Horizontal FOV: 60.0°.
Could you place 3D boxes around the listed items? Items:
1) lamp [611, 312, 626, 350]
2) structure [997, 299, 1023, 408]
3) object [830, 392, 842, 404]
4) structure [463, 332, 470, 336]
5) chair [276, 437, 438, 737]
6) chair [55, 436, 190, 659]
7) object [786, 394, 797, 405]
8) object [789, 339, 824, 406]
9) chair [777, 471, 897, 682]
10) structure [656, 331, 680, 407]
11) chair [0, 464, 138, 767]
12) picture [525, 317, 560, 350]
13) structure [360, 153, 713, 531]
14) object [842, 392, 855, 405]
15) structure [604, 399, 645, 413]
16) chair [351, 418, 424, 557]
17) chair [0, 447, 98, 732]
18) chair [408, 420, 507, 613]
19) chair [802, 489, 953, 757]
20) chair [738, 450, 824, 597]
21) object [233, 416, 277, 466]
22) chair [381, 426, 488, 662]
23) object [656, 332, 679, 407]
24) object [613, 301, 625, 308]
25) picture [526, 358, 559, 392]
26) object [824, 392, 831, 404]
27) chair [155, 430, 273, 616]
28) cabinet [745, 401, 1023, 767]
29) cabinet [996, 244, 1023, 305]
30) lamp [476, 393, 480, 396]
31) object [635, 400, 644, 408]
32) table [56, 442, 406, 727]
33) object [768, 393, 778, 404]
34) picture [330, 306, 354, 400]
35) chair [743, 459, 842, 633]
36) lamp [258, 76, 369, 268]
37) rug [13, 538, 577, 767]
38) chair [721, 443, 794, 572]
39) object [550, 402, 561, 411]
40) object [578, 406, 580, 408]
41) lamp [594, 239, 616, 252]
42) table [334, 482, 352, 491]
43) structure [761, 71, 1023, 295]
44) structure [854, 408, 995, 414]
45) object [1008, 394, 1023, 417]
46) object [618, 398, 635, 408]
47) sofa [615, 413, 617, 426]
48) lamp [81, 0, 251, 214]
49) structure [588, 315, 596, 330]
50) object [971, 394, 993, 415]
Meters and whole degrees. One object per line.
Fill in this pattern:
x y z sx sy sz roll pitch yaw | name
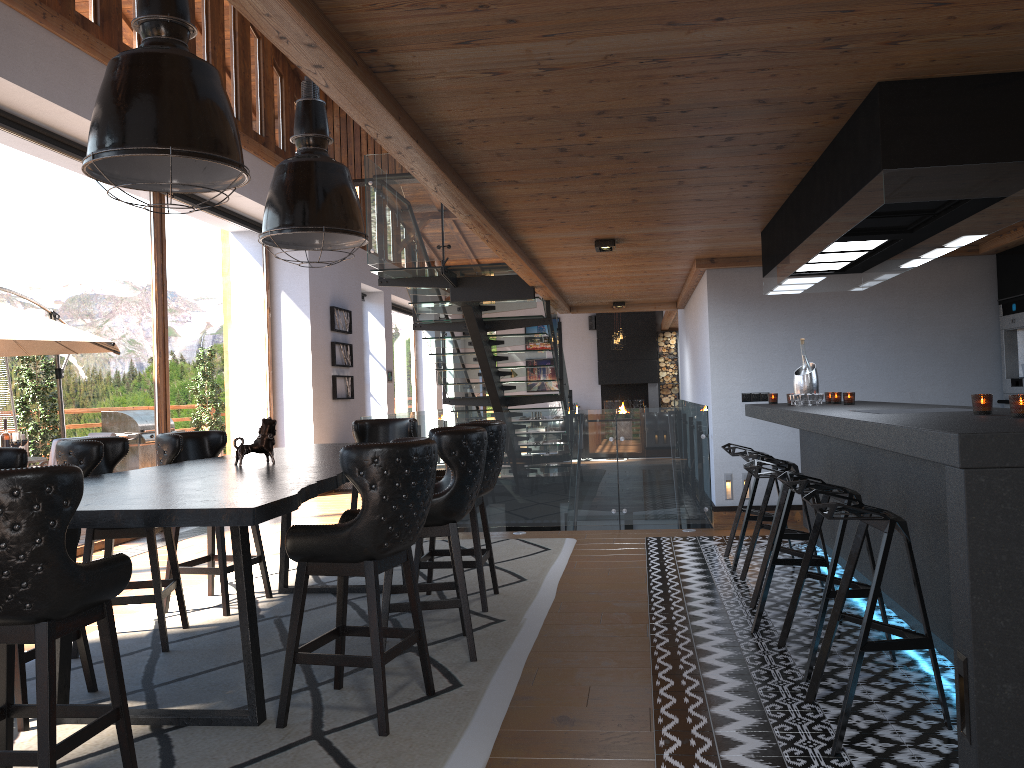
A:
2.197 -1.835 18.744 0.262 2.202 0.802 -2 -1 -1 | lamp
4.183 -0.204 7.247 0.254 0.946 0.599 -2 -1 8 | structure
2.272 0.098 6.213 0.080 0.081 0.078 -1 -1 -28 | object
-1.101 -1.379 21.949 0.213 0.349 0.214 -2 -1 7 | structure
-0.566 0.771 3.516 0.564 1.092 0.507 -2 -1 16 | chair
-2.040 0.824 4.611 0.570 1.092 0.502 -2 -1 -9 | chair
1.976 0.109 6.245 0.080 0.081 0.078 -1 -1 -28 | object
1.984 -0.080 5.988 0.225 0.452 0.225 -2 -1 7 | object
1.460 0.824 3.969 0.468 0.839 0.539 -2 -1 5 | chair
3.745 0.057 21.163 0.500 2.618 0.513 -2 -1 7 | structure
-1.469 0.782 2.614 0.503 1.092 0.569 -2 -1 7 | chair
0.753 -1.211 21.804 0.877 0.816 0.036 -2 -1 7 | picture
-2.285 1.058 10.147 9.183 6.400 11.057 -2 -1 8 | structure
2.218 0.096 5.833 0.080 0.081 0.078 -1 -1 -28 | object
2.684 0.643 21.146 0.979 0.514 0.184 -2 -1 7 | structure
-0.950 0.809 6.620 0.503 1.092 0.569 -2 -1 7 | chair
-2.128 0.816 3.649 0.567 1.092 0.505 -2 -1 6 | chair
-0.298 0.772 5.285 0.567 1.092 0.505 -2 -1 6 | chair
1.322 0.820 3.203 0.467 0.839 0.540 -2 -1 9 | chair
1.662 0.834 5.457 0.468 0.839 0.539 -2 -1 5 | chair
-1.338 0.298 4.613 0.223 0.253 0.114 -1 -1 -30 | object
-0.386 0.764 4.323 0.570 1.092 0.502 -2 -1 -9 | chair
3.740 0.064 21.173 0.492 2.612 0.468 -2 -1 7 | object
1.384 -1.028 11.447 0.155 0.068 0.262 -2 -1 8 | object
0.786 -0.217 21.780 0.877 0.816 0.036 -2 -1 7 | picture
2.299 0.099 6.402 0.080 0.081 0.078 -1 -1 -28 | object
-1.859 0.836 5.417 0.564 1.092 0.507 -2 -1 16 | chair
1.991 0.684 4.689 0.886 1.104 4.814 -2 -1 8 | cabinet
3.963 -0.026 4.339 0.541 2.381 6.448 -2 -1 8 | cabinet
-0.351 0.553 20.743 0.522 1.899 1.335 -3 -1 29 | lamp
3.018 0.880 20.724 0.311 1.018 0.304 -1 -2 -37 | object
-1.204 0.887 4.634 1.425 0.950 3.807 -2 -1 8 | table
2.037 0.114 6.916 0.078 0.081 0.080 -3 -1 42 | object
-2.449 -0.434 12.800 0.059 1.312 0.776 -2 -1 8 | picture
1.480 0.831 4.687 0.467 0.839 0.541 -2 -1 14 | chair
-1.214 -3.024 5.163 0.629 4.686 0.614 -1 -2 -38 | lamp
-1.083 1.342 4.937 2.544 0.047 5.647 -2 -1 8 | rug
1.727 0.840 6.212 0.468 0.839 0.540 -2 -1 8 | chair
1.049 0.669 21.388 0.261 0.532 0.423 -1 -1 -24 | object
1.491 0.681 21.401 0.338 0.455 0.337 -3 -1 33 | object
0.710 -1.058 6.739 0.155 0.068 0.262 -2 -1 8 | lamp
-2.038 1.233 12.743 0.682 0.470 1.258 -2 -1 8 | table
1.973 -0.919 4.912 0.709 0.476 3.259 -2 -1 8 | structure
1.949 0.137 4.273 0.503 0.017 0.612 -2 -1 8 | structure
1.842 0.079 3.205 0.080 0.081 0.078 -1 -1 -38 | object
2.404 0.613 18.051 0.403 0.808 0.624 -2 -1 19 | object
1.941 0.955 16.552 2.559 0.838 1.242 -2 -1 6 | sofa
-1.440 -3.034 3.582 0.629 4.686 0.614 -1 -2 -38 | lamp
1.967 -1.488 21.585 0.213 0.349 0.214 -2 -1 7 | structure
1.894 0.081 3.569 0.080 0.081 0.078 -1 -1 -38 | object
